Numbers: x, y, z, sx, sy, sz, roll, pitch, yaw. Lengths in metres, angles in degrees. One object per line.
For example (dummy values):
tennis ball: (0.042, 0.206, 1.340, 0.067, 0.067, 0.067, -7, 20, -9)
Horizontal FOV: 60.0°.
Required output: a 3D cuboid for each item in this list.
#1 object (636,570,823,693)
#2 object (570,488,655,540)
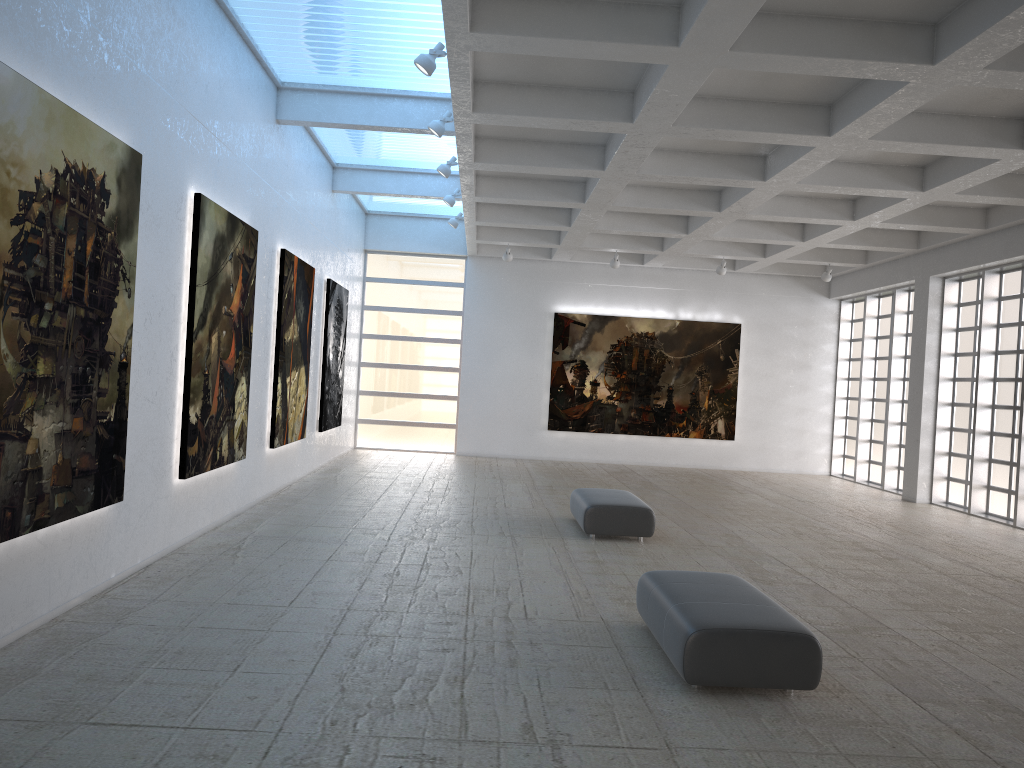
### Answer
object: (2.643, 3.097, 11.401, 1.616, 0.828, 3.044, 3, 0, -2)
object: (2.305, 3.027, 20.915, 1.616, 0.828, 3.044, 3, 0, -2)
